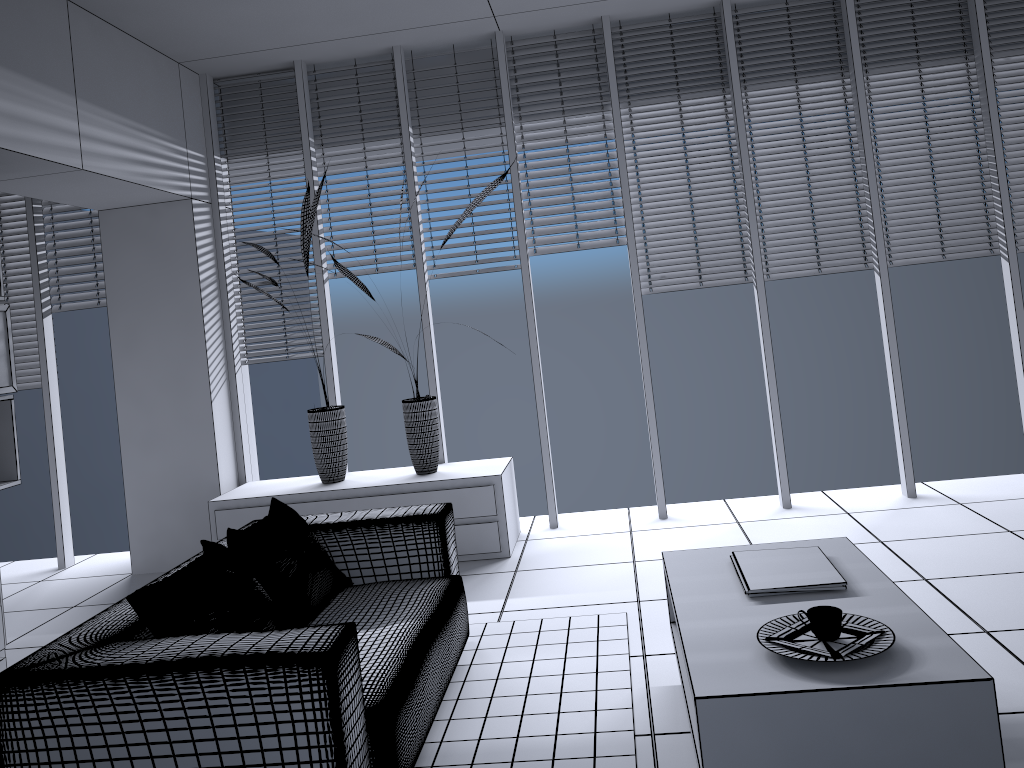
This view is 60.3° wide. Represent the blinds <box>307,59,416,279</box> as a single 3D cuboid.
[{"bbox_3d":[-0.948,-1.379,5.642,0.636,1.369,0.051,-6,-2,6],"label":"blinds"}]

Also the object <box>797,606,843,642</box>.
[{"bbox_3d":[0.779,0.602,2.199,0.096,0.070,0.084,-7,2,-12],"label":"object"}]

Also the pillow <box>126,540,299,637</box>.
[{"bbox_3d":[-0.874,0.721,2.667,0.340,0.389,0.568,-6,2,4],"label":"pillow"}]

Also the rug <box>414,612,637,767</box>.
[{"bbox_3d":[-0.523,1.149,2.697,1.796,0.001,2.239,-6,4,6],"label":"rug"}]

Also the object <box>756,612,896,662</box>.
[{"bbox_3d":[0.782,0.639,2.202,0.328,0.024,0.331,-3,5,36],"label":"object"}]

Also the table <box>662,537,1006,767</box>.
[{"bbox_3d":[0.819,0.819,2.550,0.649,0.389,1.204,-6,4,6],"label":"table"}]

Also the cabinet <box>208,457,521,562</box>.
[{"bbox_3d":[-0.830,0.777,5.139,1.673,0.451,0.598,-6,2,6],"label":"cabinet"}]

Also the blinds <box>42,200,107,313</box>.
[{"bbox_3d":[-2.826,-1.190,5.871,0.636,1.380,0.039,-6,-2,6],"label":"blinds"}]

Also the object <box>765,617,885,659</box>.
[{"bbox_3d":[0.780,0.633,2.198,0.218,0.012,0.213,-10,5,-37],"label":"object"}]

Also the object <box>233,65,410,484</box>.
[{"bbox_3d":[-1.202,-0.928,5.386,1.418,2.993,0.496,-7,-2,35],"label":"object"}]

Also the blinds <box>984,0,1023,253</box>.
[{"bbox_3d":[3.173,-1.642,5.207,0.714,1.694,0.047,-6,-2,6],"label":"blinds"}]

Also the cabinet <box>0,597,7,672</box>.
[{"bbox_3d":[-2.353,1.156,2.329,0.573,0.449,2.276,-6,4,7],"label":"cabinet"}]

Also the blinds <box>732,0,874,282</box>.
[{"bbox_3d":[1.750,-1.496,5.356,0.714,1.694,0.047,-6,-2,6],"label":"blinds"}]

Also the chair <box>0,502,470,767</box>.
[{"bbox_3d":[-0.709,0.872,2.931,0.958,0.552,1.654,-6,4,6],"label":"chair"}]

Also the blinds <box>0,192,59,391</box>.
[{"bbox_3d":[-3.436,-0.899,5.929,0.636,1.907,0.039,-6,-2,6],"label":"blinds"}]

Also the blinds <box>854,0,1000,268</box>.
[{"bbox_3d":[2.463,-1.569,5.281,0.714,1.694,0.047,-6,-2,6],"label":"blinds"}]

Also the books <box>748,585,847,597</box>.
[{"bbox_3d":[0.867,0.594,2.795,0.285,0.008,0.417,-6,4,8],"label":"books"}]

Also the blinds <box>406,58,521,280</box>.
[{"bbox_3d":[-0.303,-1.364,5.571,0.636,1.359,0.057,-6,-2,6],"label":"blinds"}]

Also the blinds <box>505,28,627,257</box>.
[{"bbox_3d":[0.326,-1.511,5.510,0.636,1.380,0.039,-6,-2,6],"label":"blinds"}]

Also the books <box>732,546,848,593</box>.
[{"bbox_3d":[0.864,0.580,2.785,0.285,0.008,0.417,-6,4,8],"label":"books"}]

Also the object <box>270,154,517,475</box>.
[{"bbox_3d":[-0.656,-0.395,4.987,1.550,1.869,0.691,-6,-1,1],"label":"object"}]

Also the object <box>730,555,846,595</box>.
[{"bbox_3d":[0.855,0.589,2.785,0.285,0.008,0.417,-6,4,8],"label":"object"}]

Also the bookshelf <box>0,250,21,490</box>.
[{"bbox_3d":[-2.596,-0.031,2.665,0.327,1.251,2.825,-6,3,7],"label":"bookshelf"}]

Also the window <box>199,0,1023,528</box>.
[{"bbox_3d":[0.886,-0.737,5.345,5.495,3.134,0.100,-6,-2,6],"label":"window"}]

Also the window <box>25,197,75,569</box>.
[{"bbox_3d":[-3.381,-0.301,5.823,0.687,3.134,0.100,-6,-2,6],"label":"window"}]

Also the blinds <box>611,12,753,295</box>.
[{"bbox_3d":[1.050,-1.424,5.429,0.714,1.694,0.047,-6,-2,6],"label":"blinds"}]

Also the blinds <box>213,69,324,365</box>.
[{"bbox_3d":[-1.558,-1.087,5.699,0.636,1.887,0.057,-6,-2,6],"label":"blinds"}]

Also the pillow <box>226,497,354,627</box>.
[{"bbox_3d":[-0.814,0.649,3.245,0.300,0.398,0.567,-6,2,4],"label":"pillow"}]
